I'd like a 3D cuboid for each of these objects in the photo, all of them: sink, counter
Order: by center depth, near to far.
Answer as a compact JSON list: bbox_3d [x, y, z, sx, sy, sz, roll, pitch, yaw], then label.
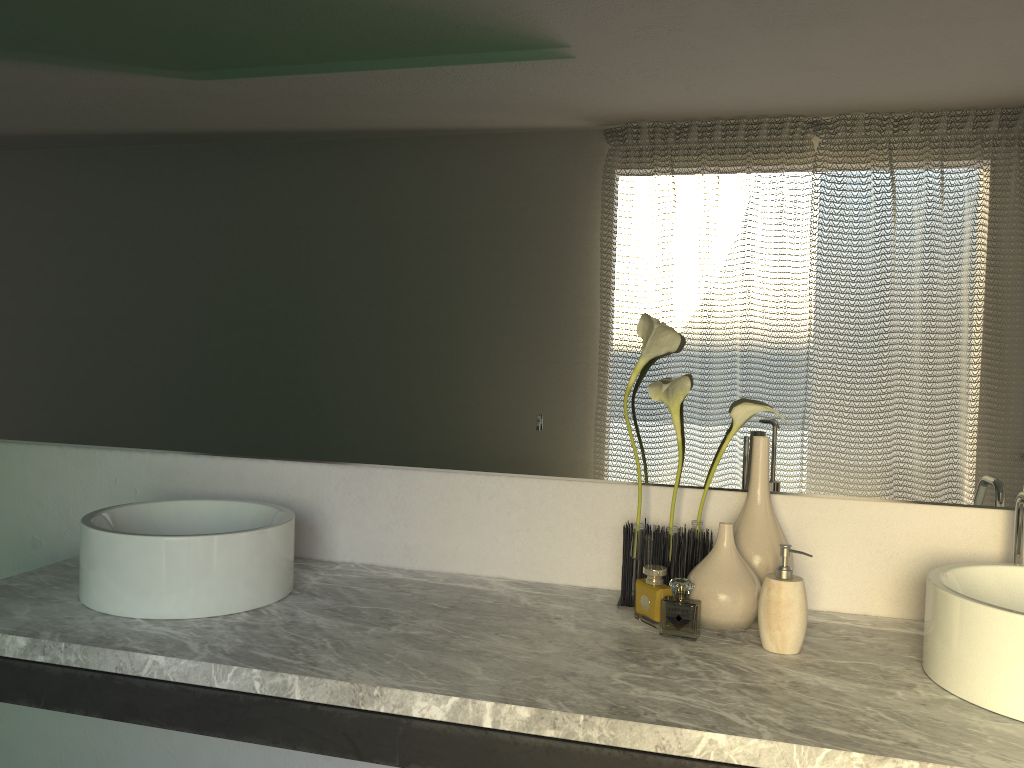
[{"bbox_3d":[0.755,0.347,1.190,0.355,0.131,0.359,1,2,-8],"label":"sink"},{"bbox_3d":[0.199,0.442,1.332,2.288,0.101,0.580,2,2,15],"label":"counter"},{"bbox_3d":[-0.563,0.295,1.552,0.362,0.131,0.352,2,2,17],"label":"sink"}]

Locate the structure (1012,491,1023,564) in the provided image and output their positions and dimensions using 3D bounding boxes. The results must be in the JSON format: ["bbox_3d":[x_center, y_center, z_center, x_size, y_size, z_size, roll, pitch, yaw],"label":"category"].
[{"bbox_3d":[0.765,0.287,1.354,0.067,0.242,0.162,2,2,17],"label":"structure"}]

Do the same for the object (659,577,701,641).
[{"bbox_3d":[0.261,0.345,1.367,0.058,0.090,0.038,3,2,24],"label":"object"}]

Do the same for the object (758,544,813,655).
[{"bbox_3d":[0.406,0.319,1.325,0.070,0.158,0.071,2,2,-3],"label":"object"}]

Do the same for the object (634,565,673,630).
[{"bbox_3d":[0.230,0.343,1.436,0.038,0.092,0.067,1,2,-26],"label":"object"}]

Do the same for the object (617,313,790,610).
[{"bbox_3d":[0.310,0.137,1.496,0.242,0.504,0.189,2,2,-7],"label":"object"}]

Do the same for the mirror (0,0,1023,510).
[{"bbox_3d":[-0.159,-0.409,1.701,4.131,1.152,0.017,2,2,15],"label":"mirror"}]

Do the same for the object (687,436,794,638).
[{"bbox_3d":[0.376,0.241,1.448,0.123,0.305,0.234,4,3,40],"label":"object"}]
